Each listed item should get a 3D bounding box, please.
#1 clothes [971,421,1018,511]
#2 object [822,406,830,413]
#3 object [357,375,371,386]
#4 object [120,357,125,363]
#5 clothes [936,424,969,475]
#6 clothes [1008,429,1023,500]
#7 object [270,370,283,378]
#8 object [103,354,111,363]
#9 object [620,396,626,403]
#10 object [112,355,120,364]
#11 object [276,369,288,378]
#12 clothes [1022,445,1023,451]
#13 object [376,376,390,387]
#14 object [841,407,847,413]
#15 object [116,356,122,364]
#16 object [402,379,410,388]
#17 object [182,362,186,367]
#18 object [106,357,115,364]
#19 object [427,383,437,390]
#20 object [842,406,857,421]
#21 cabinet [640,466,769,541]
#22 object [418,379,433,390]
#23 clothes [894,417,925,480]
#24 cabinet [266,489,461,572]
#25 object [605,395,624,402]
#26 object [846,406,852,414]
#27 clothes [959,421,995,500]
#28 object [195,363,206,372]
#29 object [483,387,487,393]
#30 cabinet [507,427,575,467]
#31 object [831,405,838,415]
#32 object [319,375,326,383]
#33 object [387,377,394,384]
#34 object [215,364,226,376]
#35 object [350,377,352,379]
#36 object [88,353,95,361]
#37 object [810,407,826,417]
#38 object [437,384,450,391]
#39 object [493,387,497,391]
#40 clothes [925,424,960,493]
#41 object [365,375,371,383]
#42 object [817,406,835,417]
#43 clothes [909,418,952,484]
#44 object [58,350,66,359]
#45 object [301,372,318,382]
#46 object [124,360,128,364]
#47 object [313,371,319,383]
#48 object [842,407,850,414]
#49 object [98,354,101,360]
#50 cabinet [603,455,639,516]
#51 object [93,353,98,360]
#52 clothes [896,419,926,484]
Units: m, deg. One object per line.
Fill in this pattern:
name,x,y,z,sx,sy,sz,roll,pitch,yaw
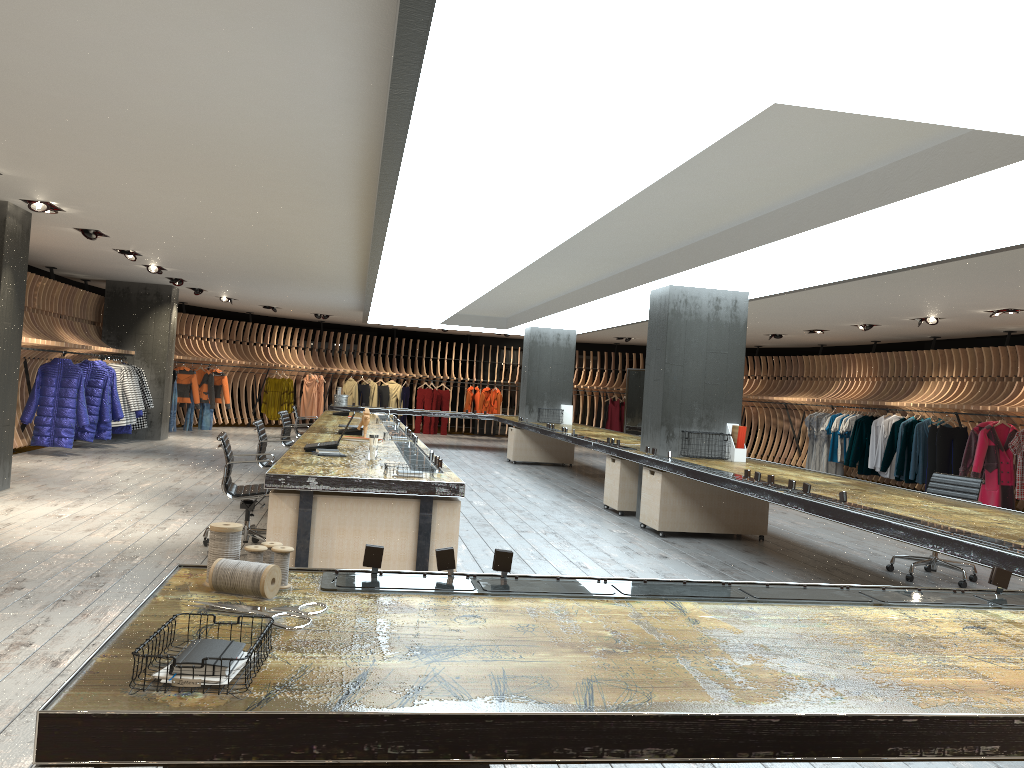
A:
clothes,7.029,1.197,12.761,0.840,1.312,0.321,4,-1,-1
object,6.212,0.548,17.542,0.525,0.270,0.012,4,-1,-20
object,-3.858,-0.100,22.855,0.525,0.270,0.012,4,-1,25
object,-6.723,-0.315,15.350,0.516,0.316,0.012,4,-1,-10
clothes,6.828,1.315,13.788,0.539,1.353,0.087,4,-1,-5
clothes,7.137,1.089,12.152,0.760,1.021,0.187,4,-1,-9
object,-5.642,-0.229,21.253,0.525,0.270,0.012,4,-1,20
object,-6.539,-0.319,14.332,0.517,0.313,0.012,4,-1,-10
object,2.913,0.360,22.922,0.012,0.270,0.525,4,-1,-15
object,-6.626,-0.322,14.822,0.517,0.313,0.012,4,-1,-10
object,-5.535,-0.221,21.401,0.525,0.270,0.012,4,-1,20
clothes,7.161,1.087,11.930,0.759,1.030,0.179,4,-1,-24
object,-3.418,-0.069,23.096,0.525,0.270,0.012,4,-1,15
object,6.342,0.554,16.939,0.525,0.270,0.012,4,-1,15
object,-6.657,-0.323,14.998,0.517,0.313,0.012,4,-1,-10
object,-2.796,-0.028,23.386,0.012,0.270,0.525,4,-1,15
object,-6.874,-0.334,18.563,0.525,0.270,0.012,4,-1,5
object,-6.580,-0.321,14.564,0.517,0.313,0.012,4,-1,-10
object,-2.134,0.021,23.601,0.012,0.270,0.525,5,-1,-40
object,6.412,0.562,16.618,0.523,0.291,0.013,4,-1,-15
cabinet,1.935,1.202,8.937,1.131,0.630,0.593,4,-1,-10
object,-2.294,0.009,23.560,0.525,0.270,0.012,3,-1,35
clothes,6.712,1.079,14.697,0.714,1.088,0.257,4,-1,-14
cabinet,-0.937,0.986,5.568,1.131,0.630,0.593,4,-1,-10
object,2.676,0.345,23.048,0.525,0.270,0.012,4,-1,-10
object,6.374,0.555,16.700,0.525,0.270,0.012,4,-1,-5
clothes,6.980,1.195,13.046,0.839,1.312,0.321,4,-1,-11
object,-6.719,-0.317,19.135,0.525,0.270,0.012,4,-1,10
object,-0.670,0.122,23.826,0.012,0.270,0.525,3,-1,20
cabinet,0.527,1.153,16.211,1.131,0.630,0.593,4,-1,-10
object,6.292,0.551,17.241,0.525,0.270,0.012,4,-1,-25
object,-4.795,-0.170,22.157,0.525,0.270,0.012,3,-1,45
object,-3.145,-0.051,23.242,0.525,0.270,0.012,4,-1,15
object,-6.548,-0.305,19.649,0.525,0.270,0.012,4,-1,20
object,-4.120,-0.118,22.691,0.525,0.270,0.012,3,-1,45
object,-6.446,-0.324,13.553,0.523,0.292,0.012,4,-1,-10
object,6.194,0.547,17.685,0.525,0.270,0.012,4,-1,5
object,-1.854,0.040,23.669,0.525,0.270,0.012,4,-1,30
object,-0.442,0.137,23.831,0.012,0.270,0.525,5,-1,-30
clothes,6.813,1.316,13.980,0.539,1.353,0.087,4,-1,15
object,-3.693,-0.087,22.964,0.525,0.270,0.012,3,-1,35
object,6.243,0.549,17.408,0.525,0.270,0.012,4,-1,5
clothes,6.788,1.082,14.265,0.715,1.088,0.256,4,-1,-4
object,-6.186,-0.329,12.185,0.525,0.270,0.012,4,-1,-10
object,-5.011,-0.185,21.975,0.525,0.270,0.012,4,-1,25
object,-6.759,-0.318,15.535,0.517,0.313,0.012,4,-1,-10
object,-4.926,-0.179,22.058,0.012,0.270,0.525,5,-1,-40
object,6.328,0.559,16.800,0.523,0.289,0.015,4,-1,0
object,-6.484,-0.338,13.871,0.525,0.270,0.012,4,-1,-10
cabinet,1.700,1.195,10.269,1.131,0.630,0.593,4,-1,-10
object,-6.437,-0.328,13.697,0.523,0.291,0.012,4,-1,-10
clothes,6.725,1.108,14.573,0.913,1.082,0.238,4,-1,-10
